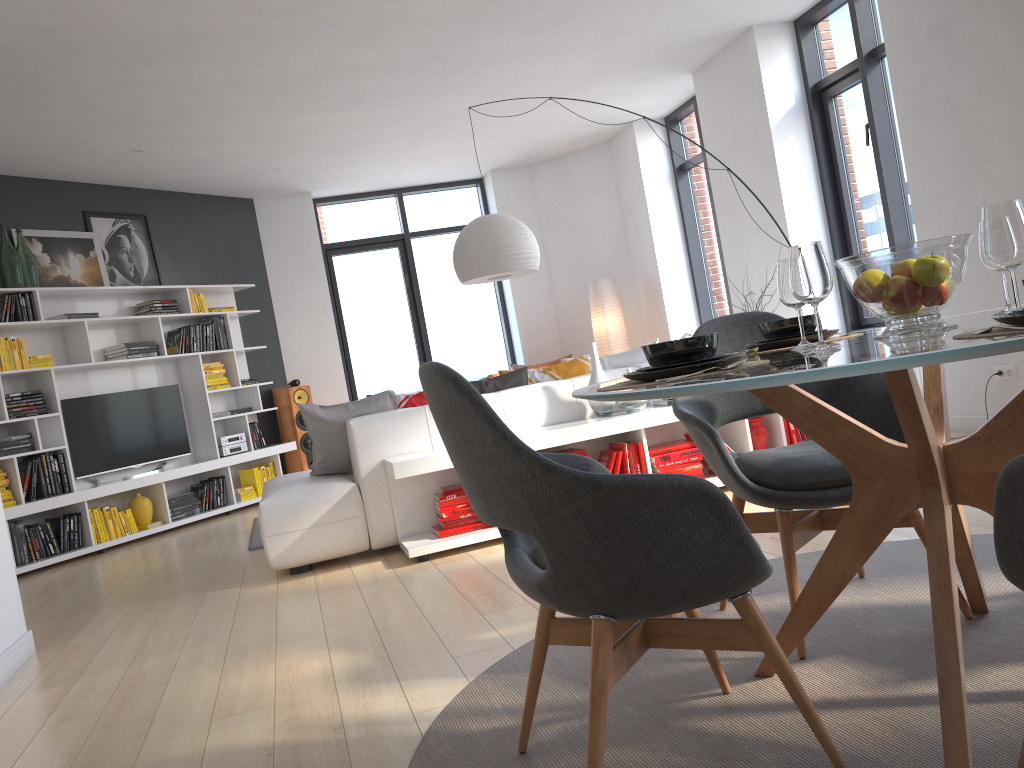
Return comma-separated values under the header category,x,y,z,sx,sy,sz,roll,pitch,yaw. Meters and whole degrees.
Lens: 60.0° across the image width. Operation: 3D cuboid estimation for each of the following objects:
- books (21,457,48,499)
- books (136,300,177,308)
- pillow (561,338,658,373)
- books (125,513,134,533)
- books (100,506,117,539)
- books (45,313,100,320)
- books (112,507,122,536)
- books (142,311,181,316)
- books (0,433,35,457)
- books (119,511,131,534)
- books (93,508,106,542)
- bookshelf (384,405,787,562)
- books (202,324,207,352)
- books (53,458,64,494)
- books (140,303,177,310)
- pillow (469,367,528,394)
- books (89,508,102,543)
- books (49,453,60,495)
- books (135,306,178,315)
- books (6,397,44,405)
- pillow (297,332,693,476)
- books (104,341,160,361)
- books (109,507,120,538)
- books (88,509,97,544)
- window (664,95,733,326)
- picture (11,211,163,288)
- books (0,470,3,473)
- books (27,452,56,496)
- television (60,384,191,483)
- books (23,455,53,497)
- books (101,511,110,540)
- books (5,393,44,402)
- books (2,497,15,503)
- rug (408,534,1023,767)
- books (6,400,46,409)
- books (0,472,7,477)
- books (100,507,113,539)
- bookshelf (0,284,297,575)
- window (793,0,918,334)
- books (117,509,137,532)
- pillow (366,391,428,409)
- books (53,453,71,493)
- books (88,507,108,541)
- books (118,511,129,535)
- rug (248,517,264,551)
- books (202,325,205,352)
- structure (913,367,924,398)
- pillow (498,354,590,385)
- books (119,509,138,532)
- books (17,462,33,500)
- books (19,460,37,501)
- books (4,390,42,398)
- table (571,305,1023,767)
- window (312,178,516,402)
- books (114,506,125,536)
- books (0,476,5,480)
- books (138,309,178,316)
category,x,y,z,sx,sy,sz,roll,pitch,yaw
books,-3.538,0.703,6.569,0.213,0.301,0.028,-9,1,30
books,-3.097,-0.698,7.727,0.209,0.030,0.266,-10,1,24
pillow,0.764,-0.051,6.245,0.580,0.456,2.156,-10,1,11
books,-3.050,1.099,6.987,0.113,0.169,0.049,-9,1,29
books,-3.165,1.079,6.865,0.185,0.252,0.055,-9,1,29
books,-3.476,-0.516,7.015,0.250,0.047,0.310,-10,1,26
books,-3.137,1.081,6.913,0.171,0.235,0.043,-9,1,29
books,-3.073,-0.595,7.724,0.214,0.030,0.284,-9,2,34
books,-3.697,0.459,6.414,0.277,0.137,0.343,-9,1,30
books,-3.072,1.093,6.976,0.134,0.187,0.046,-9,1,30
books,-3.217,1.087,6.785,0.198,0.258,0.066,-9,1,30
bookshelf,0.669,0.395,4.701,2.600,0.500,0.356,-11,1,-15
books,-2.841,-0.400,8.027,0.192,0.254,0.075,-9,1,29
books,-3.474,0.701,6.680,0.200,0.272,0.028,-9,1,30
books,-3.081,-0.674,7.724,0.180,0.026,0.246,-9,2,33
pillow,0.583,0.003,5.384,2.120,0.436,0.608,-11,1,-19
books,-3.231,1.084,6.750,0.213,0.271,0.048,-9,1,30
books,-3.500,0.686,6.654,0.239,0.315,0.034,-9,1,30
books,-3.101,-0.642,7.736,0.214,0.030,0.284,-9,2,34
books,-3.641,0.137,6.554,0.189,0.020,0.264,-9,2,34
pillow,0.098,0.081,5.590,2.953,0.453,0.647,-11,1,-27
books,-3.193,-0.265,7.459,0.277,0.137,0.343,-10,1,25
books,-3.132,1.079,6.882,0.169,0.240,0.043,-9,1,29
books,-3.232,1.085,6.707,0.204,0.270,0.029,-9,1,30
window,1.969,-1.495,8.241,0.170,2.402,1.310,-11,1,-15
picture,-3.509,-1.102,7.390,0.076,0.707,1.279,-9,1,30
books,-3.772,0.647,6.286,0.171,0.024,0.234,-9,2,34
books,-3.516,0.683,6.628,0.237,0.326,0.026,-9,1,30
television,-3.167,0.411,7.351,0.207,0.704,1.102,-9,1,30
books,-3.528,0.692,6.598,0.237,0.314,0.034,-9,1,30
books,-3.174,1.095,6.818,0.156,0.230,0.042,-9,1,29
books,-3.660,0.114,6.568,0.214,0.030,0.284,-9,2,39
books,-3.706,0.849,6.268,0.213,0.025,0.269,-9,2,33
rug,0.994,0.649,1.930,2.499,0.010,2.499,-11,2,-42
books,-3.633,0.161,6.554,0.214,0.030,0.284,-9,2,39
books,-3.743,0.667,6.283,0.171,0.024,0.234,-9,2,34
books,-3.169,1.080,6.838,0.180,0.252,0.041,-9,1,30
bookshelf,-3.100,0.224,7.299,0.455,2.052,3.000,-9,1,30
window,2.548,-1.548,6.015,0.170,2.402,1.310,-11,1,-15
books,-3.053,1.085,7.016,0.148,0.193,0.067,-9,2,31
pillow,0.279,0.087,5.294,2.250,0.449,0.575,-11,1,-17
books,-3.458,0.686,6.715,0.230,0.297,0.051,-9,1,30
books,-3.201,1.080,6.810,0.202,0.267,0.038,-9,1,31
books,-3.089,1.096,6.962,0.138,0.188,0.056,-9,1,30
rug,-0.757,0.854,6.620,2.326,0.016,1.662,-11,1,-15
books,-2.828,-0.394,7.994,0.172,0.242,0.069,-9,2,31
structure,2.520,0.055,5.935,0.110,0.460,1.015,-11,1,-15
pillow,0.642,-0.004,5.953,0.630,0.440,2.095,-9,2,32
books,-3.049,1.084,7.041,0.149,0.193,0.046,-9,2,31
books,-3.608,0.724,6.476,0.232,0.284,0.142,-9,1,30
books,-3.568,0.713,6.511,0.210,0.289,0.100,-9,1,29
books,-3.642,0.082,6.554,0.180,0.026,0.246,-9,2,38
table,0.936,0.265,1.923,1.499,0.764,1.499,-11,1,-25
window,-1.067,-0.989,9.946,1.960,2.402,0.170,-11,1,-15
books,-3.129,1.079,6.945,0.172,0.235,0.056,-9,1,30
books,-3.746,0.692,6.278,0.238,0.023,0.167,-11,2,-44
books,-3.081,-0.619,7.724,0.189,0.020,0.264,-9,1,29
